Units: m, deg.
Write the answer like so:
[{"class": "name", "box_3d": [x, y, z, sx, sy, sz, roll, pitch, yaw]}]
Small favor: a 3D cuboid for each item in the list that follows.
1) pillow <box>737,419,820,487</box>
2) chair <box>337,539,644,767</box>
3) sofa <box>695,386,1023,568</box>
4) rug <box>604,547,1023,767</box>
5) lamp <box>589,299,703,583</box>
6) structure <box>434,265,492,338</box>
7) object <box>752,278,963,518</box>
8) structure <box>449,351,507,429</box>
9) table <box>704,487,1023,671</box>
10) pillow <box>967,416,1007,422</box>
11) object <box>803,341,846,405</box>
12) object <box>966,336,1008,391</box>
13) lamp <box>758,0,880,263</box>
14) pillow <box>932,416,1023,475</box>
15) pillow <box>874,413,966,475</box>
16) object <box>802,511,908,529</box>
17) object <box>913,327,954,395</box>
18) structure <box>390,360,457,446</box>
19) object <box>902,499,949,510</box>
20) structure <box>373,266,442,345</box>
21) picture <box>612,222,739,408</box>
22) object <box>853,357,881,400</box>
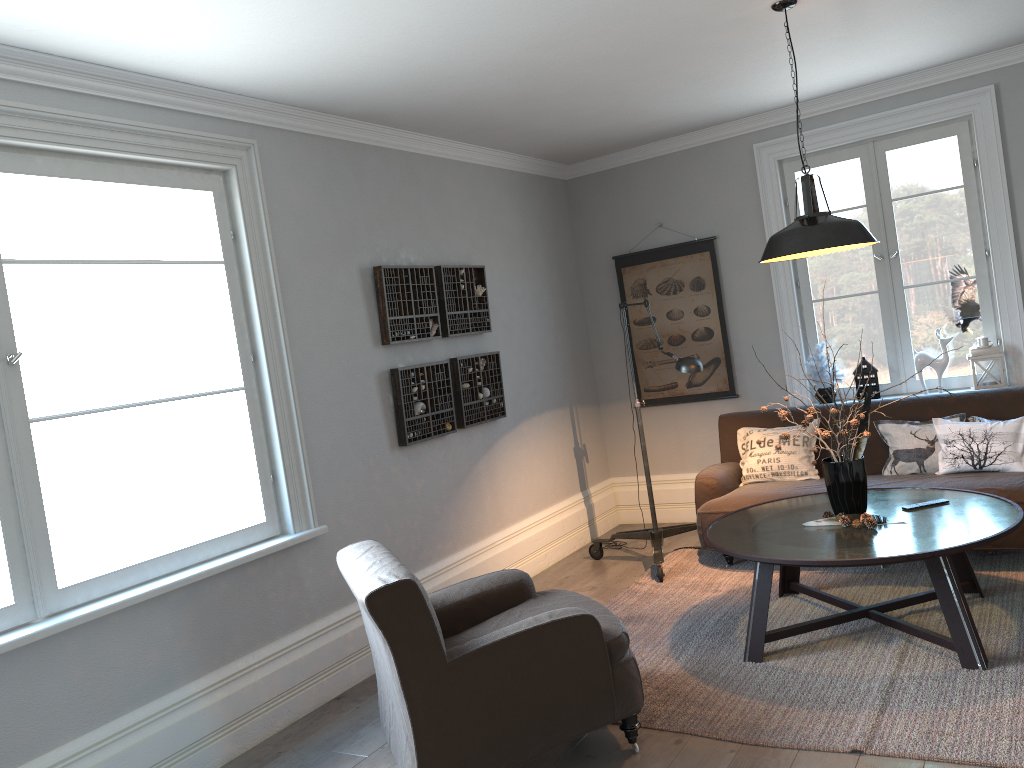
[{"class": "pillow", "box_3d": [1.611, 0.422, 5.370, 0.519, 0.368, 0.240, -7, 3, 31]}, {"class": "chair", "box_3d": [-0.071, 0.950, 3.275, 0.970, 0.795, 0.807, -9, 2, -17]}, {"class": "sofa", "box_3d": [2.145, 0.529, 4.936, 2.164, 0.824, 0.969, -7, 3, 31]}, {"class": "rug", "box_3d": [1.609, 1.024, 3.919, 2.817, 0.090, 2.401, -7, 3, 32]}, {"class": "lamp", "box_3d": [0.842, 0.288, 5.729, 0.797, 1.644, 1.864, -9, 2, -21]}, {"class": "structure", "box_3d": [-0.278, -0.501, 5.295, 0.105, 0.416, 0.468, -7, 3, 31]}, {"class": "object", "box_3d": [1.475, 0.064, 3.760, 0.853, 1.066, 0.525, -9, 2, 2]}, {"class": "structure", "box_3d": [-0.196, 0.028, 5.336, 0.086, 0.416, 0.468, -7, 3, 31]}, {"class": "table", "box_3d": [1.536, 0.839, 3.897, 1.299, 0.503, 1.300, -8, 3, 24]}, {"class": "pillow", "box_3d": [2.712, 0.299, 4.689, 0.542, 0.288, 0.183, -7, 3, 33]}, {"class": "object", "box_3d": [2.037, -0.075, 5.844, 0.248, 0.423, 0.262, -10, 2, -23]}, {"class": "object", "box_3d": [2.850, -0.125, 5.333, 0.193, 0.322, 0.193, -8, 2, 25]}, {"class": "lamp", "box_3d": [1.245, -1.099, 3.826, 0.504, 1.075, 0.504, -9, 2, -11]}, {"class": "pillow", "box_3d": [2.482, 0.321, 4.698, 0.470, 0.309, 0.188, -7, 3, 32]}, {"class": "pillow", "box_3d": [2.275, 0.352, 4.915, 0.472, 0.347, 0.159, -7, 2, 29]}, {"class": "object", "box_3d": [1.462, 0.575, 3.801, 0.153, 0.067, 0.404, -11, 3, -41]}, {"class": "object", "box_3d": [2.588, -0.134, 5.421, 0.239, 0.410, 0.129, -8, 2, 28]}, {"class": "structure", "box_3d": [-0.476, 0.098, 4.868, 0.086, 0.416, 0.468, -7, 3, 31]}, {"class": "object", "box_3d": [1.837, 0.534, 3.940, 0.207, 0.011, 0.051, -9, 2, -9]}, {"class": "structure", "box_3d": [-0.573, -0.436, 4.851, 0.099, 0.416, 0.468, -7, 3, 31]}, {"class": "picture", "box_3d": [1.155, -0.511, 6.383, 0.792, 1.313, 0.057, -7, 2, 31]}, {"class": "object", "box_3d": [2.282, -0.035, 5.711, 0.155, 0.284, 0.155, -8, 2, 21]}]
